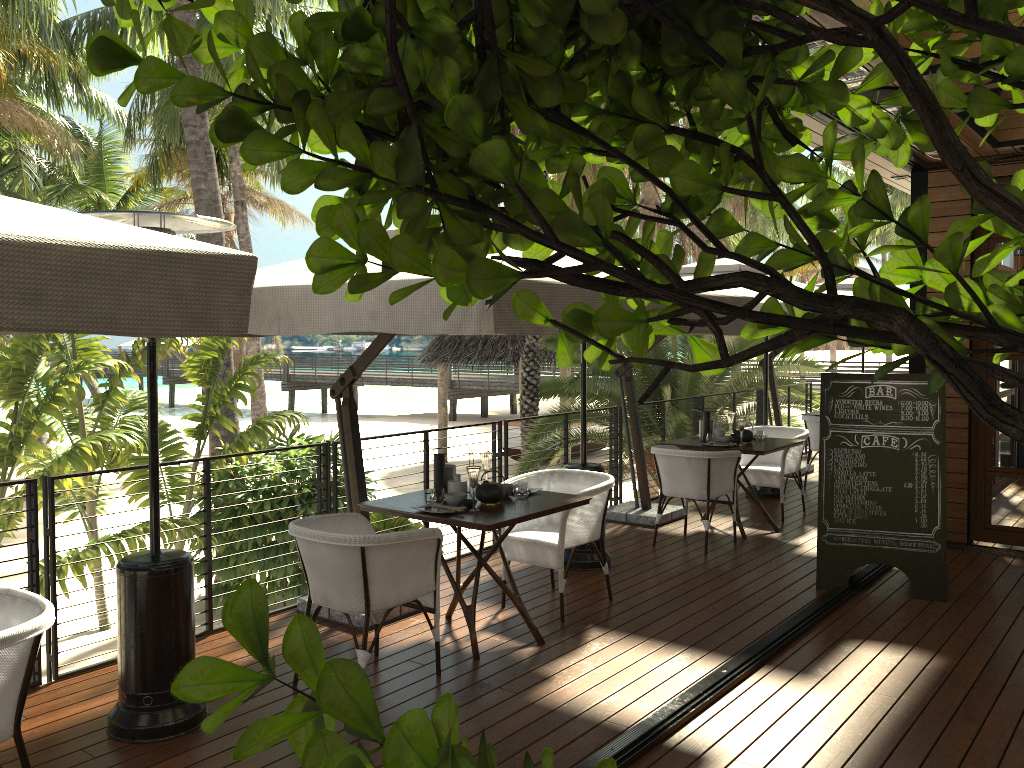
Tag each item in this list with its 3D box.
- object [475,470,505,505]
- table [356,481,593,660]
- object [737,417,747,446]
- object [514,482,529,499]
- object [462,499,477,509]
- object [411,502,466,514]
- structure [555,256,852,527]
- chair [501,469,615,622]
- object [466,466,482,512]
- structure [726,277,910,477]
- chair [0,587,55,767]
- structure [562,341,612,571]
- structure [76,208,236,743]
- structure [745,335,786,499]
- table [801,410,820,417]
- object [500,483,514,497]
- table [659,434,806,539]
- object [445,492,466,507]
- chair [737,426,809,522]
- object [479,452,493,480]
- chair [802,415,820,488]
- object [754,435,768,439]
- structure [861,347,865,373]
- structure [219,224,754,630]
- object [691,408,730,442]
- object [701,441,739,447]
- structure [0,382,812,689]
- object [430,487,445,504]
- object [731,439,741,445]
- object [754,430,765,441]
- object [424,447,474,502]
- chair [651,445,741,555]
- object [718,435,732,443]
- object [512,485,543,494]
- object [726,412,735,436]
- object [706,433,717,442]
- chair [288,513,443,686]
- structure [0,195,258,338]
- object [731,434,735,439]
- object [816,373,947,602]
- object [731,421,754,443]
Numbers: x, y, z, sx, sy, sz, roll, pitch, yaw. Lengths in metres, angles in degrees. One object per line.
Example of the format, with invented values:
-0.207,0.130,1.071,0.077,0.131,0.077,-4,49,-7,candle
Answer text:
-0.119,0.555,4.791,0.163,0.179,0.168,2,3,40,object
-0.192,1.014,4.898,0.932,0.749,0.932,2,3,38,table
1.875,0.390,7.241,0.082,0.227,0.082,1,3,39,object
0.052,0.593,4.940,0.086,0.086,0.086,2,3,42,object
-0.222,0.632,4.652,0.080,0.042,0.080,0,3,-1,object
-0.359,0.646,4.559,0.295,0.025,0.170,2,4,38,object
1.784,0.077,7.548,2.414,2.331,2.415,2,3,38,structure
0.297,0.963,5.479,0.627,0.787,0.617,2,3,39,chair
-0.196,0.540,4.572,0.082,0.227,0.082,1,2,27,object
3.854,-0.074,10.215,2.414,2.331,2.415,2,3,38,structure
-1.797,1.115,2.781,0.627,0.787,0.617,2,3,39,chair
0.518,0.207,6.400,0.699,2.191,0.700,1,2,26,structure
-1.523,0.356,3.771,0.699,2.191,0.700,1,2,26,structure
2.602,0.056,9.083,0.699,2.191,0.700,1,2,26,structure
3.960,0.712,10.245,0.932,0.749,0.932,2,3,38,table
-0.045,0.601,4.995,0.116,0.065,0.116,2,3,36,object
1.884,0.863,7.572,0.932,0.749,0.932,2,3,38,table
-0.300,0.617,4.711,0.116,0.065,0.116,2,3,36,object
2.400,0.810,8.187,0.627,0.787,0.617,2,3,39,chair
-0.149,0.510,5.127,0.082,0.227,0.082,1,3,39,object
3.485,0.729,9.625,0.627,0.787,0.617,2,3,39,chair
2.085,0.462,7.818,0.295,0.025,0.170,2,4,38,object
4.629,-0.091,11.694,0.699,2.191,0.700,1,2,26,structure
-0.286,0.227,4.882,2.414,2.331,2.415,2,3,38,structure
1.716,0.354,7.644,0.263,0.264,0.263,-1,3,-7,object
1.713,0.495,7.227,0.295,0.025,0.170,2,4,38,object
-3.827,1.136,2.148,0.163,1.152,26.281,1,3,38,structure
-0.400,0.604,4.762,0.086,0.086,0.086,2,3,42,object
1.850,0.481,7.321,0.080,0.042,0.080,1,3,29,object
2.124,0.442,7.608,0.086,0.086,0.086,2,3,42,object
-0.356,0.505,4.975,0.263,0.264,0.263,-1,3,-7,object
1.428,0.878,6.976,0.627,0.787,0.617,2,3,39,chair
1.771,0.467,7.380,0.116,0.065,0.116,2,4,42,object
0.013,0.613,5.149,0.295,0.025,0.170,2,4,38,object
1.922,0.360,7.796,0.082,0.227,0.082,1,3,39,object
1.672,0.454,7.430,0.086,0.086,0.086,2,3,42,object
-0.711,1.034,4.221,0.627,0.787,0.617,2,3,39,chair
-2.356,0.378,2.216,2.414,2.331,2.415,2,3,38,structure
1.947,0.459,7.724,0.080,0.042,0.080,1,3,29,object
2.472,0.625,5.944,0.768,1.396,0.772,1,2,22,object
1.952,0.404,7.463,0.168,0.179,0.163,2,3,36,object
